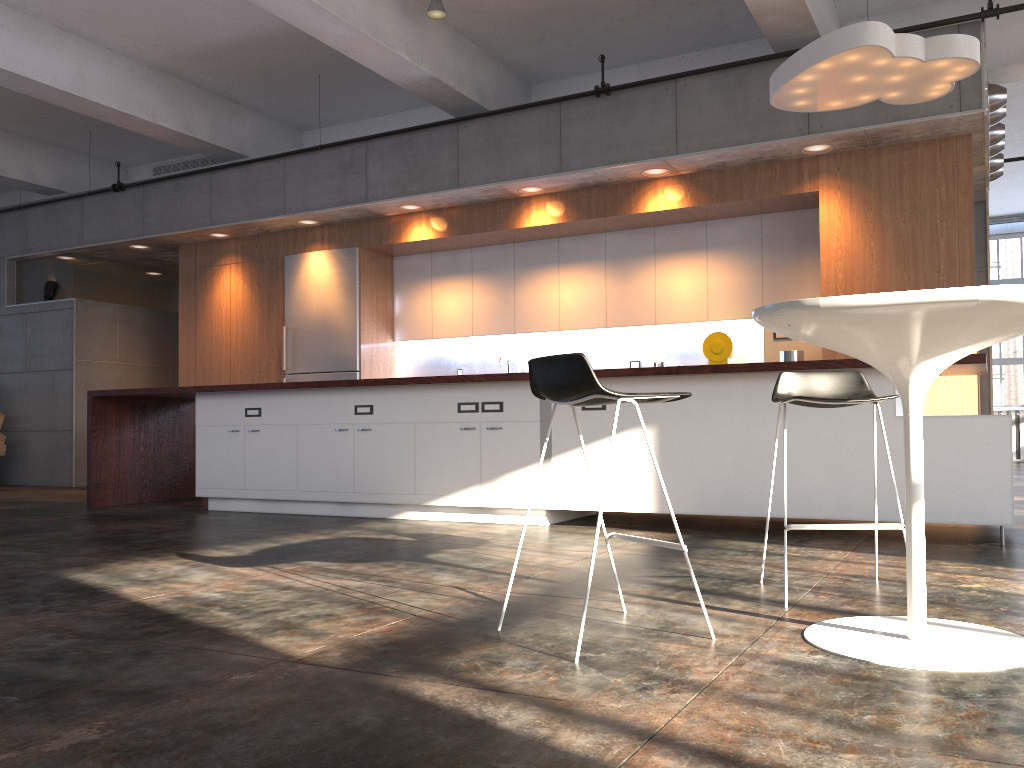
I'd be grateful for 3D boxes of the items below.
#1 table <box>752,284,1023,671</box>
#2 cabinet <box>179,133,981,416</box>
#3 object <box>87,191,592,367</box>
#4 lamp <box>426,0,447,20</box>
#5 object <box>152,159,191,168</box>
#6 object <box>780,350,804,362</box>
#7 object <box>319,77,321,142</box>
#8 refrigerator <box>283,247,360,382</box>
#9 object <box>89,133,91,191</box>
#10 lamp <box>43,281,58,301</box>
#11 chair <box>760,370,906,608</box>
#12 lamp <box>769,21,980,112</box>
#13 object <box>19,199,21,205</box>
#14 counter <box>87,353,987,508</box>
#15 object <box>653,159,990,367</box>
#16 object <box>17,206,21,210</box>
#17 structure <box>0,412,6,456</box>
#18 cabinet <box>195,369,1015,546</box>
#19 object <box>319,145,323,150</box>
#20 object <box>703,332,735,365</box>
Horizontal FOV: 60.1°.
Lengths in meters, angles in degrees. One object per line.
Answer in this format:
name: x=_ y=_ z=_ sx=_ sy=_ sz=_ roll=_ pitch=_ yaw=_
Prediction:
table: x=1.151 y=0.264 z=2.535 sx=0.815 sy=0.951 sz=0.843 roll=-2 pitch=-2 yaw=28
cabinet: x=0.359 y=-0.371 z=9.237 sx=7.969 sy=2.561 sz=2.421 roll=-2 pitch=-3 yaw=27
object: x=0.712 y=-0.152 z=8.191 sx=0.052 sy=0.051 sz=0.064 roll=-1 pitch=-2 yaw=20
lamp: x=-0.570 y=-2.892 z=6.683 sx=0.158 sy=0.216 sz=0.153 roll=0 pitch=-2 yaw=-25
object: x=-1.884 y=-1.368 z=9.638 sx=5.851 sy=2.866 sz=0.059 roll=-2 pitch=-2 yaw=28
object: x=2.267 y=-0.179 z=7.171 sx=0.192 sy=0.170 sz=0.189 roll=0 pitch=-2 yaw=-14
object: x=0.660 y=-0.110 z=8.198 sx=0.052 sy=0.053 sz=0.063 roll=0 pitch=-2 yaw=-24
refrigerator: x=-1.927 y=-0.256 z=9.097 sx=0.941 sy=2.189 sz=0.223 roll=-1 pitch=-2 yaw=24
object: x=0.621 y=-0.148 z=8.288 sx=0.060 sy=0.059 sz=0.050 roll=1 pitch=-2 yaw=-28
lamp: x=-5.400 y=-1.081 z=10.377 sx=0.170 sy=0.258 sz=0.213 roll=-1 pitch=-2 yaw=9
chair: x=1.171 y=0.388 z=3.235 sx=0.462 sy=0.895 sz=0.507 roll=-1 pitch=-2 yaw=5
lamp: x=2.164 y=-1.858 z=5.338 sx=1.092 sy=0.130 sz=0.997 roll=0 pitch=-3 yaw=-16
object: x=0.687 y=-0.135 z=8.300 sx=0.064 sy=0.053 sz=0.051 roll=0 pitch=-2 yaw=-15
counter: x=-0.310 y=0.459 z=6.319 sx=6.543 sy=0.970 sz=1.162 roll=-2 pitch=-3 yaw=27
object: x=1.350 y=-0.145 z=8.091 sx=0.142 sy=0.209 sz=0.061 roll=-2 pitch=-2 yaw=27
object: x=0.686 y=-0.089 z=8.271 sx=0.063 sy=0.053 sz=0.051 roll=0 pitch=-2 yaw=-19
structure: x=-6.740 y=0.547 z=10.321 sx=1.881 sy=1.314 sz=0.649 roll=-2 pitch=-2 yaw=27
cabinet: x=0.220 y=0.469 z=6.036 sx=5.552 sy=0.929 sz=0.938 roll=-2 pitch=-3 yaw=27
object: x=0.715 y=-0.106 z=8.211 sx=0.061 sy=0.053 sz=0.053 roll=-2 pitch=-3 yaw=34
object: x=1.775 y=-0.254 z=7.576 sx=0.270 sy=0.381 sz=0.101 roll=-2 pitch=-2 yaw=27
